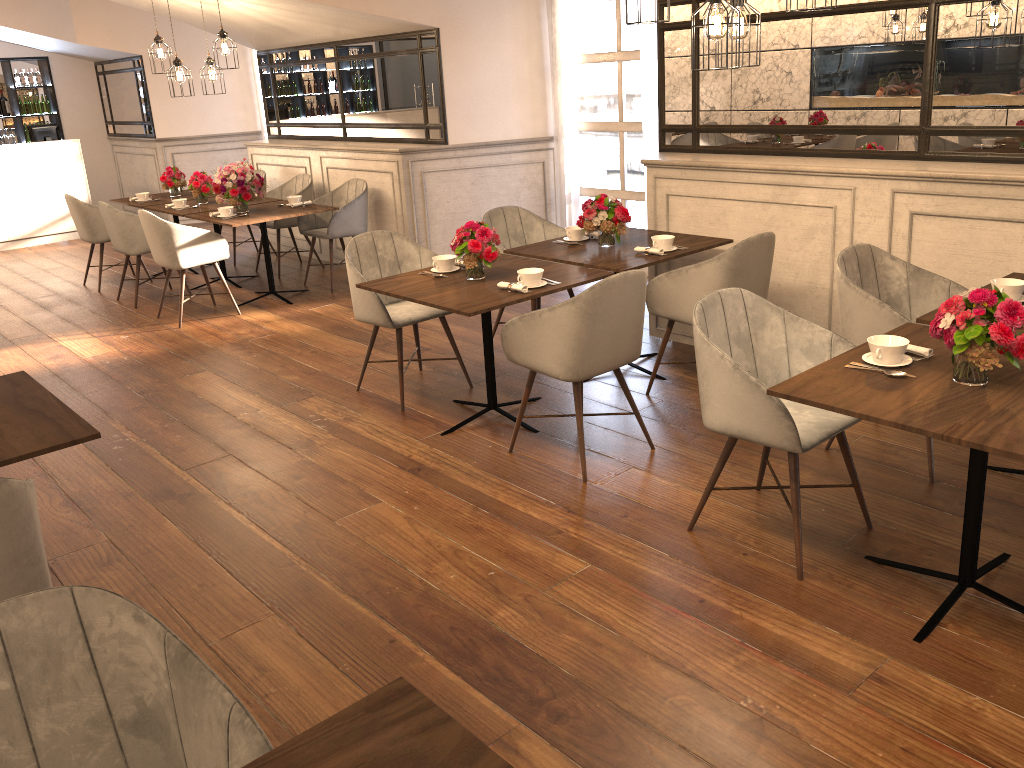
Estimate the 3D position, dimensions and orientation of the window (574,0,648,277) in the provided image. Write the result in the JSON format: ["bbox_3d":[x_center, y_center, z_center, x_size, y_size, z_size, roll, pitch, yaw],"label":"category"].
[{"bbox_3d":[1.861,-1.864,6.356,0.499,2.352,14.620,-19,25,-41],"label":"window"}]

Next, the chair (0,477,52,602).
[{"bbox_3d":[-1.449,0.592,2.258,0.570,0.858,0.530,-18,22,-38],"label":"chair"}]

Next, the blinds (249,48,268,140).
[{"bbox_3d":[-2.837,-3.368,10.947,0.135,2.656,1.391,-17,22,-38],"label":"blinds"}]

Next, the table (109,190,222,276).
[{"bbox_3d":[-3.220,-1.450,8.552,0.904,0.709,0.903,-19,24,-38],"label":"table"}]

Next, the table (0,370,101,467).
[{"bbox_3d":[-1.837,0.506,2.793,0.904,0.709,0.903,-19,24,-38],"label":"table"}]

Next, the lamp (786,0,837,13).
[{"bbox_3d":[1.078,-2.398,3.085,0.176,2.038,0.176,-17,21,-37],"label":"lamp"}]

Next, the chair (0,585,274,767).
[{"bbox_3d":[-0.680,0.838,1.426,0.570,0.858,0.530,-18,22,-38],"label":"chair"}]

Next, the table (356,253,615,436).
[{"bbox_3d":[-0.117,-0.174,4.403,0.904,0.709,0.903,-19,24,-38],"label":"table"}]

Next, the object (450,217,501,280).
[{"bbox_3d":[-0.185,-0.656,4.265,0.235,0.296,0.309,-10,19,-20],"label":"object"}]

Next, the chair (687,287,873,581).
[{"bbox_3d":[0.939,0.125,3.148,0.570,0.858,0.530,-18,22,-38],"label":"chair"}]

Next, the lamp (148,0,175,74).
[{"bbox_3d":[-2.975,-3.571,7.115,0.176,2.038,0.176,-17,21,-37],"label":"lamp"}]

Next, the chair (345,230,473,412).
[{"bbox_3d":[-0.592,-0.381,4.849,0.570,0.858,0.530,-18,22,-38],"label":"chair"}]

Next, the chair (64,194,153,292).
[{"bbox_3d":[-3.703,-1.333,8.086,0.531,0.858,0.569,-18,22,-38],"label":"chair"}]

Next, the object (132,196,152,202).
[{"bbox_3d":[-3.468,-1.731,8.289,0.194,0.024,0.025,-20,24,-38],"label":"object"}]

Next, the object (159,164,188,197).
[{"bbox_3d":[-3.214,-1.930,8.386,0.234,0.296,0.310,-1,18,7],"label":"object"}]

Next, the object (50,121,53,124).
[{"bbox_3d":[-6.354,-3.505,12.257,0.066,0.257,0.066,5,19,27],"label":"object"}]

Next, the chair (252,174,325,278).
[{"bbox_3d":[-2.100,-1.487,8.236,0.531,0.858,0.569,-18,22,-38],"label":"chair"}]

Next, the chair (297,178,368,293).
[{"bbox_3d":[-1.481,-1.283,7.548,0.531,0.858,0.569,-18,22,-38],"label":"chair"}]

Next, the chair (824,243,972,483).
[{"bbox_3d":[1.658,-0.131,3.743,0.570,0.858,0.530,-18,22,-38],"label":"chair"}]

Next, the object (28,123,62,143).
[{"bbox_3d":[-5.673,-2.999,10.803,0.130,0.323,0.414,5,20,26],"label":"object"}]

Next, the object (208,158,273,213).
[{"bbox_3d":[-2.172,-1.580,7.040,0.407,0.418,0.425,10,23,36],"label":"object"}]

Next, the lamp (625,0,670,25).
[{"bbox_3d":[0.485,-2.426,3.272,0.176,2.038,0.176,-17,21,-37],"label":"lamp"}]

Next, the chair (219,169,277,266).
[{"bbox_3d":[-2.718,-1.692,8.923,0.531,0.858,0.569,-18,22,-38],"label":"chair"}]

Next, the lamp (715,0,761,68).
[{"bbox_3d":[0.874,-2.287,3.381,0.176,2.038,0.176,-17,21,-37],"label":"lamp"}]

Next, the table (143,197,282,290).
[{"bbox_3d":[-2.601,-1.245,7.865,0.904,0.709,0.903,-19,24,-38],"label":"table"}]

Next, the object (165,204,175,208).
[{"bbox_3d":[-2.909,-1.547,7.651,0.177,0.038,0.056,-19,24,-38],"label":"object"}]

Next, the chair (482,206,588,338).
[{"bbox_3d":[0.128,-0.637,5.443,0.570,0.858,0.530,-18,22,-38],"label":"chair"}]

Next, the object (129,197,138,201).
[{"bbox_3d":[-3.499,-1.742,8.306,0.177,0.038,0.056,-19,24,-38],"label":"object"}]

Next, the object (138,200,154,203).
[{"bbox_3d":[-3.351,-1.691,8.187,0.212,0.004,0.022,-20,25,-38],"label":"object"}]

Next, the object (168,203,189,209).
[{"bbox_3d":[-2.878,-1.536,7.633,0.194,0.024,0.025,-20,24,-38],"label":"object"}]

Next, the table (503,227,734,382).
[{"bbox_3d":[0.603,-0.430,4.997,0.904,0.709,0.903,-19,24,-38],"label":"table"}]

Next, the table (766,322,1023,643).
[{"bbox_3d":[1.415,0.333,2.702,0.904,0.709,0.903,-19,24,-38],"label":"table"}]

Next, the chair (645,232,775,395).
[{"bbox_3d":[1.026,-0.356,4.491,0.570,0.858,0.530,-18,22,-38],"label":"chair"}]

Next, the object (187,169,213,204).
[{"bbox_3d":[-2.729,-1.730,7.744,0.235,0.296,0.309,-10,19,-20],"label":"object"}]

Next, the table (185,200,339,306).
[{"bbox_3d":[-1.982,-1.040,7.178,0.904,0.709,0.903,-19,24,-38],"label":"table"}]

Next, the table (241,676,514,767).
[{"bbox_3d":[-0.204,1.046,0.980,0.904,0.709,0.903,-19,24,-38],"label":"table"}]

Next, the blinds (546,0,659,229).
[{"bbox_3d":[0.775,-2.173,6.935,0.135,2.656,1.391,-17,22,-38],"label":"blinds"}]

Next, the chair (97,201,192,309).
[{"bbox_3d":[-3.084,-1.129,7.399,0.531,0.858,0.569,-18,22,-38],"label":"chair"}]

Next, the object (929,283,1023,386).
[{"bbox_3d":[1.344,-0.149,2.567,0.235,0.296,0.309,-10,19,-20],"label":"object"}]

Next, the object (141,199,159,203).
[{"bbox_3d":[-3.334,-1.687,8.155,0.043,0.014,0.199,15,27,42],"label":"object"}]

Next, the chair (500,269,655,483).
[{"bbox_3d":[0.307,-0.100,3.896,0.570,0.858,0.530,-18,22,-38],"label":"chair"}]

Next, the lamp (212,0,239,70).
[{"bbox_3d":[-2.382,-3.542,6.928,0.176,2.038,0.176,-17,21,-37],"label":"lamp"}]

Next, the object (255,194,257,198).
[{"bbox_3d":[-2.325,-1.668,7.888,0.177,0.038,0.056,-19,24,-38],"label":"object"}]

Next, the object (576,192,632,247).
[{"bbox_3d":[0.511,-0.909,4.856,0.305,0.296,0.238,5,20,24],"label":"object"}]

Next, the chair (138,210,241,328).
[{"bbox_3d":[-2.465,-0.924,6.712,0.531,0.858,0.569,-18,22,-38],"label":"chair"}]

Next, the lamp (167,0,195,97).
[{"bbox_3d":[-2.747,-3.317,6.929,0.176,2.038,0.176,-17,21,-37],"label":"lamp"}]

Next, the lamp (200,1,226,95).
[{"bbox_3d":[-2.586,-3.432,7.223,0.176,2.038,0.176,-17,21,-37],"label":"lamp"}]

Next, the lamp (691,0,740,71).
[{"bbox_3d":[0.713,-2.173,3.087,0.176,2.038,0.176,-17,21,-37],"label":"lamp"}]

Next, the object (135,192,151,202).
[{"bbox_3d":[-3.424,-1.733,8.218,0.148,0.071,0.151,-3,19,2],"label":"object"}]

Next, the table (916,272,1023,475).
[{"bbox_3d":[2.134,0.076,3.297,0.904,0.709,0.903,-19,24,-38],"label":"table"}]
